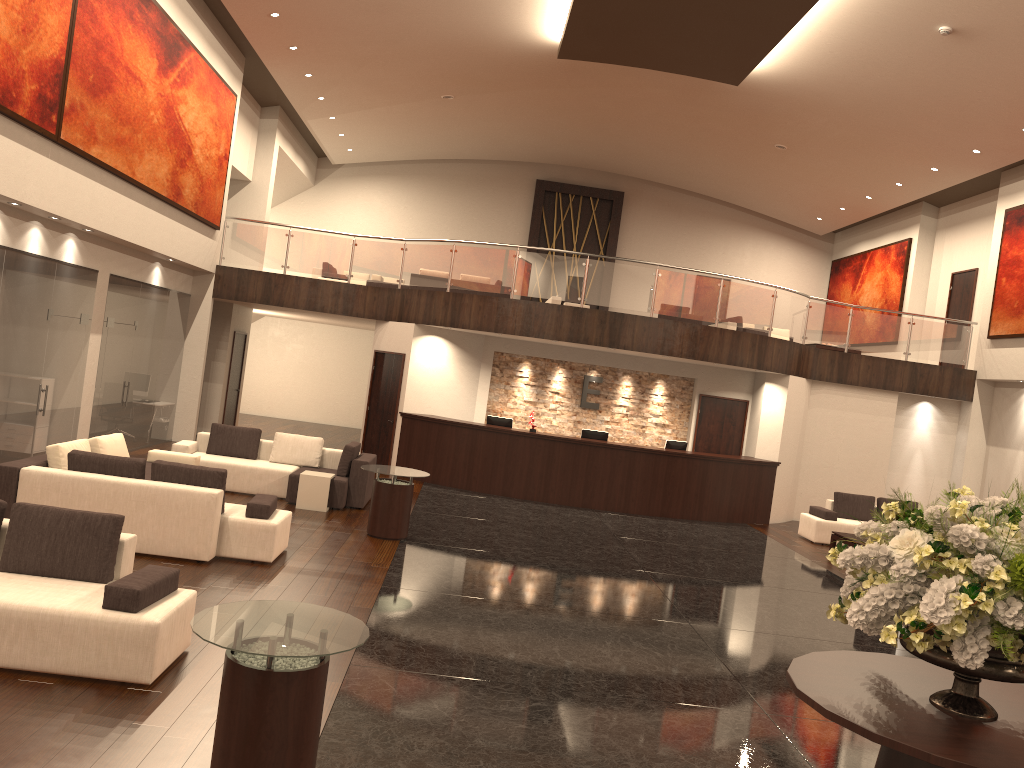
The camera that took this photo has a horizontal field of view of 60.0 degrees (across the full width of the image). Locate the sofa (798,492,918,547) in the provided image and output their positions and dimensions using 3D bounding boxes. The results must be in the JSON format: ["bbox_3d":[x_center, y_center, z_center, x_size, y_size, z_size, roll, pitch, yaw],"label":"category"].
[{"bbox_3d":[6.368,2.415,14.099,2.586,0.862,3.366,8,1,-3],"label":"sofa"}]

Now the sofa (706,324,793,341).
[{"bbox_3d":[6.861,-1.073,22.516,3.366,0.862,2.586,8,1,-3],"label":"sofa"}]

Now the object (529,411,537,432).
[{"bbox_3d":[0.375,0.648,15.562,0.163,0.390,0.165,8,1,5],"label":"object"}]

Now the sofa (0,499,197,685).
[{"bbox_3d":[-3.318,1.220,4.498,2.586,0.862,3.366,8,1,-3],"label":"sofa"}]

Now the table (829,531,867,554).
[{"bbox_3d":[5.503,2.553,13.232,1.100,0.380,1.100,8,1,-3],"label":"table"}]

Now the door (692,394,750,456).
[{"bbox_3d":[4.022,1.363,17.435,0.990,2.232,0.104,8,1,-3],"label":"door"}]

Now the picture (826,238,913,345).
[{"bbox_3d":[9.139,-2.236,23.179,0.070,2.526,4.515,8,1,-3],"label":"picture"}]

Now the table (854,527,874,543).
[{"bbox_3d":[4.606,2.247,10.928,0.833,0.795,0.844,8,1,36],"label":"table"}]

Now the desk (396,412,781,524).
[{"bbox_3d":[1.407,1.562,16.071,7.146,1.171,1.674,8,1,-1],"label":"desk"}]

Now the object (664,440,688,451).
[{"bbox_3d":[2.967,1.274,16.134,0.483,0.485,0.189,7,1,-28],"label":"object"}]

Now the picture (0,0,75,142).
[{"bbox_3d":[-4.890,-3.948,7.727,0.070,2.526,4.515,8,1,-3],"label":"picture"}]

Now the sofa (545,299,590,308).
[{"bbox_3d":[1.501,-1.798,22.403,1.291,0.862,2.846,8,1,-3],"label":"sofa"}]

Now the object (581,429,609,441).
[{"bbox_3d":[1.461,1.073,15.882,0.483,0.485,0.189,8,1,-3],"label":"object"}]

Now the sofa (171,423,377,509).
[{"bbox_3d":[-3.401,1.111,12.462,2.846,0.862,1.291,8,1,-3],"label":"sofa"}]

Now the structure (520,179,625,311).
[{"bbox_3d":[1.654,-3.515,25.188,2.524,4.236,0.187,8,1,-3],"label":"structure"}]

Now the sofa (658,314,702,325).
[{"bbox_3d":[3.808,-1.485,22.392,1.291,0.862,2.846,8,1,-3],"label":"sofa"}]

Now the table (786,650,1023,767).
[{"bbox_3d":[1.961,1.911,3.997,1.498,0.921,1.498,8,1,-12],"label":"table"}]

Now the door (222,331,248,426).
[{"bbox_3d":[-6.017,-0.016,19.159,0.104,2.232,0.990,8,1,-3],"label":"door"}]

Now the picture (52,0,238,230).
[{"bbox_3d":[-5.146,-4.050,13.233,0.070,2.526,6.485,8,1,-3],"label":"picture"}]

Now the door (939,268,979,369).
[{"bbox_3d":[9.651,-1.345,19.176,0.104,2.232,0.990,8,1,-3],"label":"door"}]

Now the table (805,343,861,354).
[{"bbox_3d":[7.665,-0.708,21.469,1.100,0.380,1.100,8,1,-3],"label":"table"}]

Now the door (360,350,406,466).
[{"bbox_3d":[-2.428,0.501,16.633,0.104,2.232,0.990,7,1,-42],"label":"door"}]

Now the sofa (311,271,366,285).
[{"bbox_3d":[-3.402,-2.470,23.040,3.366,0.862,2.586,8,1,-3],"label":"sofa"}]

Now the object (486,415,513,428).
[{"bbox_3d":[-0.244,0.839,16.070,0.483,0.485,0.189,8,1,12],"label":"object"}]

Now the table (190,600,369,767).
[{"bbox_3d":[-1.152,1.549,4.247,0.833,0.795,0.844,7,1,-42],"label":"table"}]

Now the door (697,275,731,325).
[{"bbox_3d":[5.660,-1.963,25.494,0.990,2.232,0.104,8,1,-3],"label":"door"}]

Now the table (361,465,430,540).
[{"bbox_3d":[-1.449,1.431,10.631,0.833,0.795,0.844,8,1,36],"label":"table"}]

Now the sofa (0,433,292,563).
[{"bbox_3d":[-3.584,1.119,9.840,2.586,0.862,3.366,8,1,-3],"label":"sofa"}]

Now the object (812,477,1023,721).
[{"bbox_3d":[2.070,0.908,3.985,1.402,1.097,1.453,8,1,43],"label":"object"}]

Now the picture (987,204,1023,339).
[{"bbox_3d":[9.568,-2.065,13.954,0.070,2.526,6.485,8,1,-3],"label":"picture"}]

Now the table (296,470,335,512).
[{"bbox_3d":[-2.622,1.429,11.845,0.400,0.460,0.400,8,1,-3],"label":"table"}]

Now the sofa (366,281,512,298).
[{"bbox_3d":[-1.747,-2.228,21.620,3.366,0.862,2.586,8,1,-3],"label":"sofa"}]
